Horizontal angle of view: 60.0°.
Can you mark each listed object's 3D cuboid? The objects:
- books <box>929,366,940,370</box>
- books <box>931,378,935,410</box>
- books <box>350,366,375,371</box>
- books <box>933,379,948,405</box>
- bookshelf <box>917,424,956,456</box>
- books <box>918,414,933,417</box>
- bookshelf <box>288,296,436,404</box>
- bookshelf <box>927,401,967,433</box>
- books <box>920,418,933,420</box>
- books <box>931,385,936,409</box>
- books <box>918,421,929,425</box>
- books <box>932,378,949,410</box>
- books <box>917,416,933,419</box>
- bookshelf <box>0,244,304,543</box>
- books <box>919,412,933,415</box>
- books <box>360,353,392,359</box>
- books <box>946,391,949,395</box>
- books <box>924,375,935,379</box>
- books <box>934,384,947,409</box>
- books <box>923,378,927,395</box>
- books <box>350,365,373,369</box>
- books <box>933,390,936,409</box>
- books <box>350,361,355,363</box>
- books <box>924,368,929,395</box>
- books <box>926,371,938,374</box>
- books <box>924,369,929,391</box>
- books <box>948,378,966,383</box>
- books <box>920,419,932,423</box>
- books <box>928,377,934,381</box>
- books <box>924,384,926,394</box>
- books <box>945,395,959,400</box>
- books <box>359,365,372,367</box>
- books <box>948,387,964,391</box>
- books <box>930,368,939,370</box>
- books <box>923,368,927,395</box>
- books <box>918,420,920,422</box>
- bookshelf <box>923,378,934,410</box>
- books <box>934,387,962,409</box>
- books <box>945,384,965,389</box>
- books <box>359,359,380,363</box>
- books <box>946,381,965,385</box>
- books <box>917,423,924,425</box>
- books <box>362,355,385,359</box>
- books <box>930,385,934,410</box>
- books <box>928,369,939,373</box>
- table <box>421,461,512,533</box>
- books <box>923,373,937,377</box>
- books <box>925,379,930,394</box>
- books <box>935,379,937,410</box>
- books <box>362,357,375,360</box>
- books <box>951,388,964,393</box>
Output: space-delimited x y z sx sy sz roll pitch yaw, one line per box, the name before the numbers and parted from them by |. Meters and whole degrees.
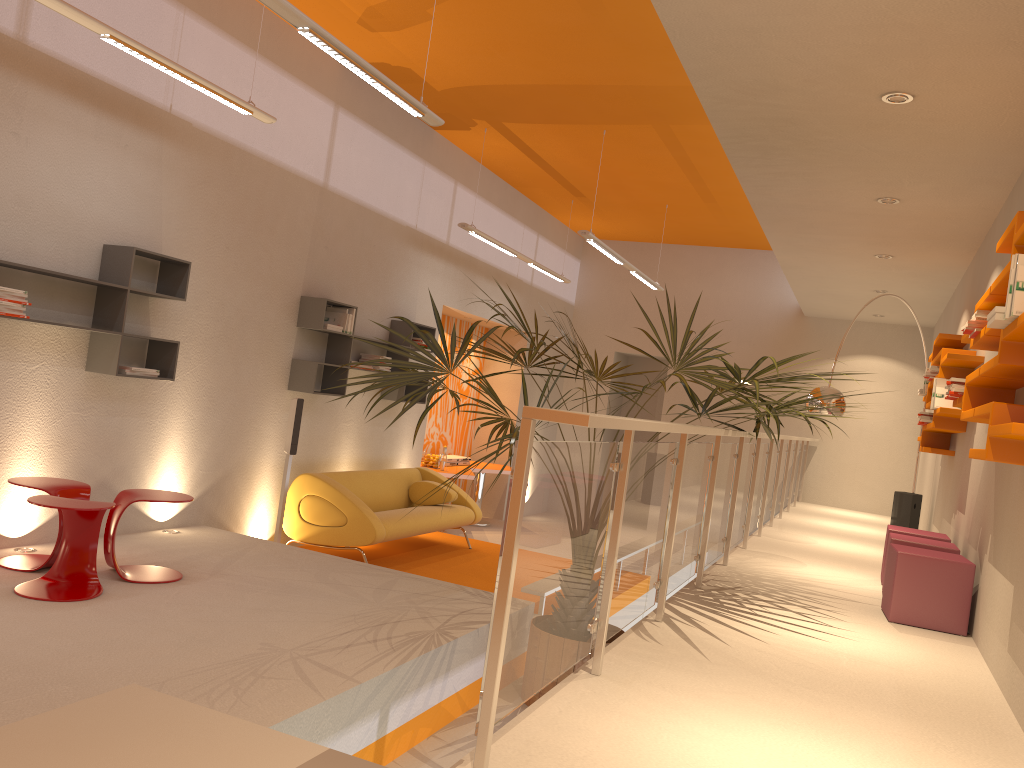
books | 3.434 -0.115 7.012 0.230 0.017 0.227 8 -1 22
books | 3.095 0.083 6.264 0.230 0.227 0.017 8 -1 22
books | -1.409 -0.152 7.956 0.210 0.013 0.297 7 -1 37
books | 3.022 0.079 6.101 0.207 0.210 0.021 8 -1 22
bookshelf | 3.521 0.469 7.371 0.220 0.220 1.150 8 -1 22
books | 3.460 0.269 7.245 0.254 0.015 0.190 8 -1 29
bookshelf | -1.320 -0.261 8.231 0.252 0.790 2.000 8 -1 22
bookshelf | 3.106 0.218 6.279 0.220 0.220 1.150 8 -1 22
books | 3.441 0.299 7.256 0.190 0.015 0.254 8 -1 24
books | 3.042 0.103 6.147 0.230 0.169 0.027 8 -1 22
books | 3.343 0.321 6.977 0.254 0.015 0.190 8 -1 29
books | 3.094 0.082 6.244 0.230 0.227 0.017 8 -1 22
books | 3.454 0.285 7.248 0.230 0.017 0.227 8 -1 17
bookshelf | -2.460 0.231 5.546 0.322 2.145 3.370 8 -1 24
books | 3.454 0.252 7.235 0.226 0.017 0.230 8 -1 22
books | -1.269 -0.257 8.292 0.230 0.017 0.226 8 -1 12
books | 2.459 0.058 4.774 0.190 0.015 0.254 8 -1 18
books | 3.406 -0.042 7.008 0.268 0.011 0.190 8 -1 24
books | 3.021 0.099 6.066 0.230 0.169 0.023 8 -1 22
books | 3.603 0.016 7.487 0.230 0.169 0.027 8 -1 22
books | -1.410 -0.164 7.954 0.190 0.011 0.268 7 -1 39
books | 3.014 0.104 6.085 0.207 0.156 0.009 8 -1 22
books | -1.404 -0.192 7.950 0.190 0.015 0.254 7 -1 39
books | 3.623 -0.010 7.505 0.230 0.227 0.017 8 -1 22
books | 3.406 -0.071 7.006 0.254 0.015 0.190 8 -1 24
books | 3.583 -0.008 7.441 0.207 0.210 0.021 8 -1 22
books | 2.468 -0.005 4.748 0.226 0.017 0.230 8 -1 22
books | 3.337 0.304 6.967 0.226 0.017 0.230 8 -1 22
books | 3.407 -0.030 7.000 0.210 0.013 0.297 8 -1 22
books | 3.575 0.018 7.425 0.207 0.156 0.009 8 -1 22
books | 2.451 0.082 4.761 0.210 0.013 0.297 8 -1 22
books | -1.413 -0.178 7.945 0.190 0.015 0.254 7 -1 33
books | 2.456 0.042 4.768 0.190 0.015 0.254 8 -1 24
books | 3.422 -0.101 7.021 0.190 0.015 0.254 8 -1 29
books | 3.624 -0.010 7.524 0.230 0.227 0.017 8 -1 22
books | 3.445 0.315 7.262 0.190 0.015 0.254 8 -1 18
bookshelf | 3.570 0.115 7.375 0.220 0.220 1.150 8 -1 22
books | 3.004 0.106 6.027 0.230 0.150 0.091 8 -1 22
books | 2.468 0.028 4.760 0.230 0.017 0.227 8 -1 17
books | -1.268 -0.200 8.291 0.210 0.013 0.297 8 -1 17
books | 2.474 0.012 4.757 0.254 0.015 0.190 8 -1 29
books | 3.437 0.339 7.248 0.210 0.013 0.297 8 -1 22
books | -1.260 -0.240 8.284 0.190 0.015 0.254 8 -1 19
books | 3.074 0.108 6.226 0.230 0.169 0.027 8 -1 22
books | 3.416 -0.085 7.017 0.227 0.017 0.230 8 -1 17
table | -0.620 1.405 10.943 0.969 0.760 2.573 8 -1 22
books | 3.398 -0.057 7.011 0.254 0.015 0.190 8 -1 18
books | 3.582 0.012 7.406 0.230 0.169 0.023 8 -1 22
books | 3.054 0.084 6.180 0.207 0.210 0.021 8 -1 22
books | -1.267 -0.226 8.278 0.190 0.015 0.254 8 -1 13
books | 2.351 0.047 4.480 0.226 0.017 0.230 8 -1 22
